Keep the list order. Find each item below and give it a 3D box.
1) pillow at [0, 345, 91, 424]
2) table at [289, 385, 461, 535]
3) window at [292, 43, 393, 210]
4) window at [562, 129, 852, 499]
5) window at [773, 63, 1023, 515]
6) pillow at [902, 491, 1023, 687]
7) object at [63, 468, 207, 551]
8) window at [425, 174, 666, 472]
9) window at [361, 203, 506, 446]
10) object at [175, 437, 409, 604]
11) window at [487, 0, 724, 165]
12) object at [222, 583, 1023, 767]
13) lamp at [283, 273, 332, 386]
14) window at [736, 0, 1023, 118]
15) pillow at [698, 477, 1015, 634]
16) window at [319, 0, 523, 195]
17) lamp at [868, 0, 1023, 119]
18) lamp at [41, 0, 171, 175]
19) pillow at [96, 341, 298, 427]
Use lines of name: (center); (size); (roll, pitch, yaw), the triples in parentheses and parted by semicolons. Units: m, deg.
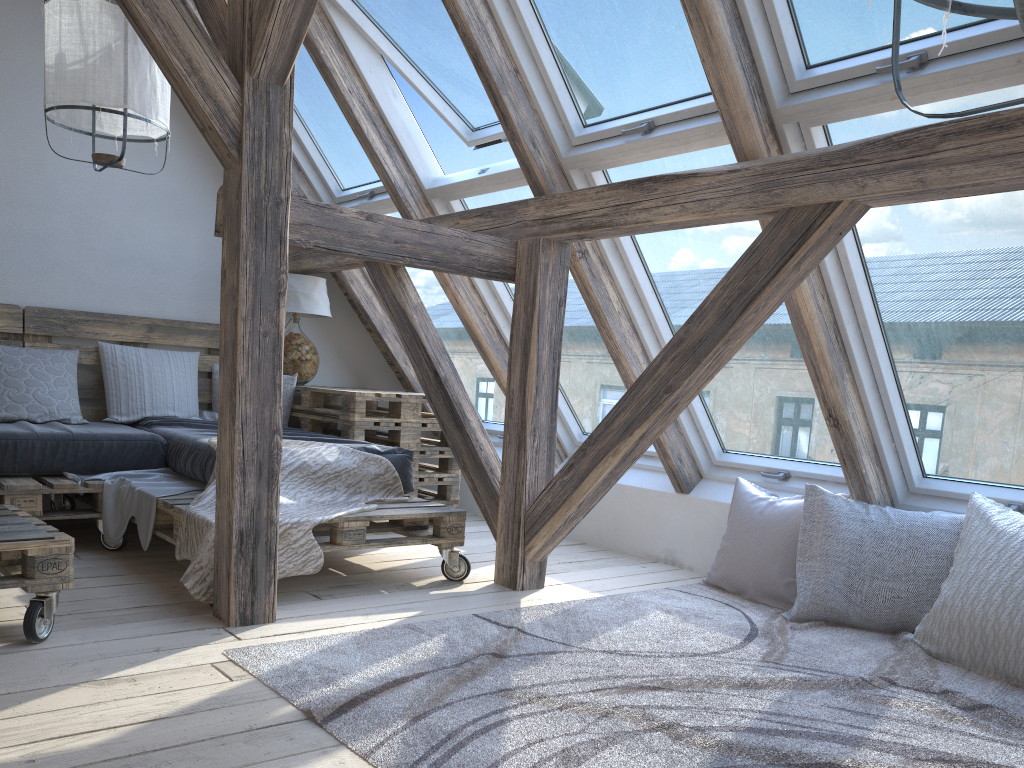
pillow: (-2.447, -0.024, 3.820); (1.130, 0.359, 0.347); (3, 3, -39)
table: (-0.835, 0.385, 4.820); (0.675, 0.710, 1.007); (1, 4, -39)
window: (-1.012, -1.538, 4.000); (1.096, 1.292, 0.846); (0, 6, -39)
window: (0.837, -0.215, 3.366); (1.096, 1.292, 0.846); (0, 6, -39)
window: (1.414, -0.176, 2.660); (1.096, 1.292, 0.846); (0, 6, -39)
pillow: (1.792, 0.646, 2.488); (0.467, 0.569, 1.260); (0, 3, -38)
object: (-1.467, 0.510, 3.649); (0.703, 0.280, 0.504); (5, 2, 35)
window: (0.261, -0.254, 4.071); (1.096, 1.292, 0.846); (0, 6, -39)
window: (-0.316, -0.293, 4.776); (1.096, 1.292, 0.846); (0, 6, -39)
object: (-0.771, 0.473, 3.220); (0.811, 0.479, 1.000); (3, 1, -9)
window: (0.142, -1.460, 2.589); (1.096, 1.292, 0.846); (0, 6, -39)
object: (1.035, 0.836, 1.896); (2.189, 0.057, 3.158); (4, 0, -39)
lamp: (-1.380, 0.053, 4.974); (0.816, 1.300, 0.387); (7, 7, 36)
window: (0.719, -1.421, 1.884); (1.096, 1.292, 0.846); (0, 6, -39)
pillow: (1.187, 0.640, 3.270); (1.124, 0.531, 0.434); (5, 4, 43)
window: (-0.399, -1.496, 3.323); (1.350, 1.292, 0.846); (1, 6, -39)
lamp: (0.572, -1.201, 0.636); (0.400, 1.919, 0.401); (4, 7, 2)
lamp: (-1.375, -1.526, 3.008); (0.400, 1.536, 0.402); (4, 7, 2)
pillow: (-1.612, 0.016, 4.535); (0.969, 0.404, 0.382); (3, 4, -23)
